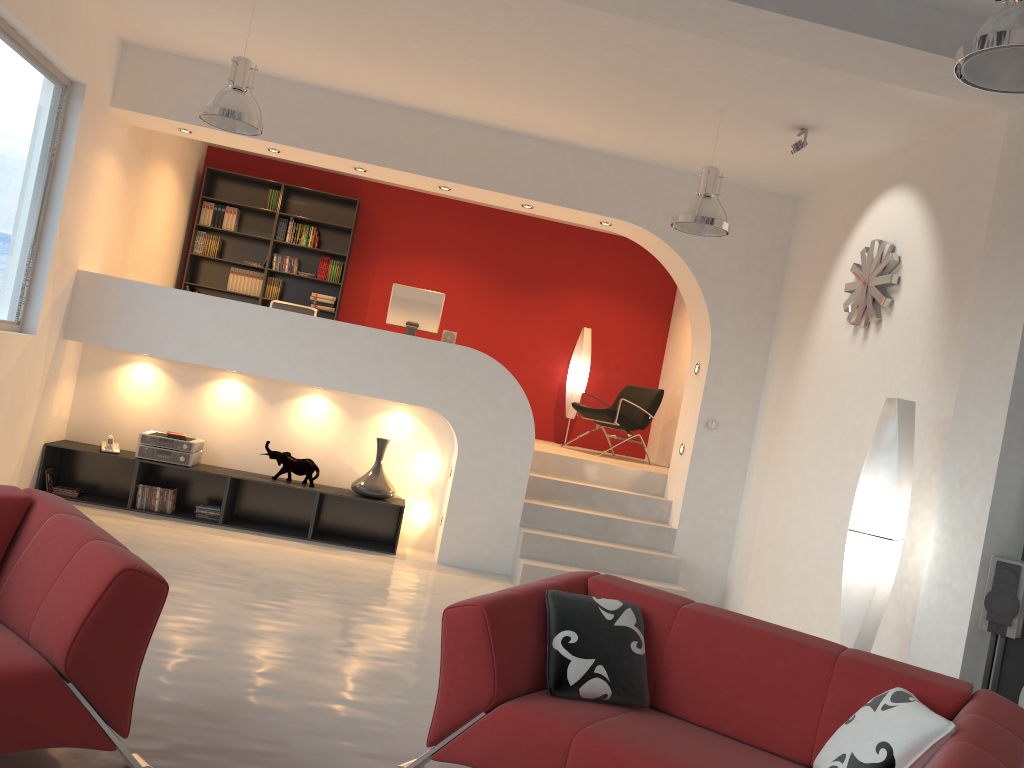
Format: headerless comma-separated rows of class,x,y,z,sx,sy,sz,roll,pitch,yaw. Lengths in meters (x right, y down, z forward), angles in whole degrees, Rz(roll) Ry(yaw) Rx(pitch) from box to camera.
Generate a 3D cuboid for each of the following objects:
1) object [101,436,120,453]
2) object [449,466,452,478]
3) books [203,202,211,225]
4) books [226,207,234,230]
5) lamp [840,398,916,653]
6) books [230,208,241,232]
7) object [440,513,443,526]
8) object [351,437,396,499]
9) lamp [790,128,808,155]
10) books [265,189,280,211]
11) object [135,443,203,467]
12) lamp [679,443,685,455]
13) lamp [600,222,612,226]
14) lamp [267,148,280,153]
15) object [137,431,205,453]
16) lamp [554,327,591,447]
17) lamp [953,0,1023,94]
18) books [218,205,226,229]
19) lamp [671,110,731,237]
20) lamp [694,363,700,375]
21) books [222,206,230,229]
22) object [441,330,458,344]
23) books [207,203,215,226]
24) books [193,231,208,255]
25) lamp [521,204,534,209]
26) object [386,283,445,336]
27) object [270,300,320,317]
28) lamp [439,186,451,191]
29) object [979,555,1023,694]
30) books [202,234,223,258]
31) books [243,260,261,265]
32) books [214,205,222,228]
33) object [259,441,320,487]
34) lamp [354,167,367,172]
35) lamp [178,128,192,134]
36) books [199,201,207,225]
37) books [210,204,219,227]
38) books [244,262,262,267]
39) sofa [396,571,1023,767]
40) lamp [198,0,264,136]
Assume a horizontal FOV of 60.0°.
object,-3.120,0.464,6.899,0.130,0.117,0.146,12,-1,-32
object,-0.513,0.735,7.391,0.011,0.105,0.105,11,-1,-7
books,-3.287,-1.821,9.605,0.040,0.260,0.200,11,-1,-7
books,-3.050,-1.775,9.635,0.040,0.260,0.200,11,-1,-7
lamp,1.894,0.957,4.685,0.313,1.779,0.313,11,-1,1
books,-3.011,-1.768,9.640,0.040,0.260,0.200,11,-1,-7
object,-0.589,1.128,7.384,0.011,0.105,0.105,11,-1,-7
object,-1.095,0.684,7.239,0.369,0.481,0.369,12,-1,-42
lamp,1.896,-1.591,5.833,0.112,0.176,0.118,10,-1,35
books,-2.602,-1.984,9.701,0.146,0.240,0.170,11,-1,-7
object,-2.717,0.553,7.030,0.430,0.100,0.365,11,-1,-7
lamp,1.449,0.557,7.571,0.011,0.105,0.105,11,-1,-7
lamp,0.792,-1.348,7.477,0.105,0.011,0.105,11,-1,-18
lamp,-1.916,-1.876,7.132,0.105,0.011,0.105,11,-1,-18
object,-2.699,0.456,7.039,0.430,0.077,0.349,11,-1,-7
lamp,0.724,0.030,10.046,0.237,1.349,0.237,11,-1,1
lamp,1.671,-1.377,2.793,0.379,0.800,0.379,11,-1,-14
books,-3.130,-1.791,9.625,0.040,0.260,0.200,11,-1,-7
lamp,1.296,-1.395,5.770,0.379,0.800,0.379,12,-1,-36
lamp,1.582,-0.130,7.584,0.011,0.105,0.105,11,-1,-7
books,-3.090,-1.783,9.630,0.040,0.260,0.200,11,-1,-7
object,-0.559,-0.391,7.771,0.133,0.147,0.151,11,-1,-24
books,-3.248,-1.814,9.610,0.040,0.260,0.200,11,-1,-7
books,-3.367,-1.512,9.609,0.090,0.256,0.181,11,-1,-7
lamp,0.129,-1.478,7.392,0.105,0.011,0.105,11,-1,-18
object,-0.845,-0.602,7.683,0.458,0.452,0.230,11,-1,-7
object,-1.868,-0.571,7.636,0.397,0.217,0.458,11,-1,-7
lamp,-0.553,-1.611,7.306,0.105,0.011,0.105,11,-1,-18
object,2.120,1.326,3.926,0.214,1.112,0.229,10,-1,38
books,-3.251,-1.482,9.623,0.146,0.240,0.170,11,-1,-7
books,-2.833,-1.316,9.685,0.190,0.015,0.135,11,-1,-7
books,-3.169,-1.798,9.620,0.040,0.260,0.200,11,-1,-7
object,-1.793,0.643,7.175,0.507,0.296,0.191,11,-1,8
lamp,-1.235,-1.743,7.219,0.105,0.011,0.105,11,-1,-18
lamp,-2.598,-2.009,7.045,0.105,0.011,0.105,11,-1,-3
books,-3.327,-1.829,9.600,0.040,0.260,0.200,11,-1,-7
books,-3.209,-1.806,9.615,0.040,0.260,0.200,11,-1,-7
books,-2.818,-1.298,9.687,0.190,0.015,0.135,11,-1,-7
sofa,0.676,1.222,3.014,1.929,0.738,0.951,10,-1,33
lamp,-1.635,-1.966,5.397,0.379,0.800,0.379,12,-1,-36
